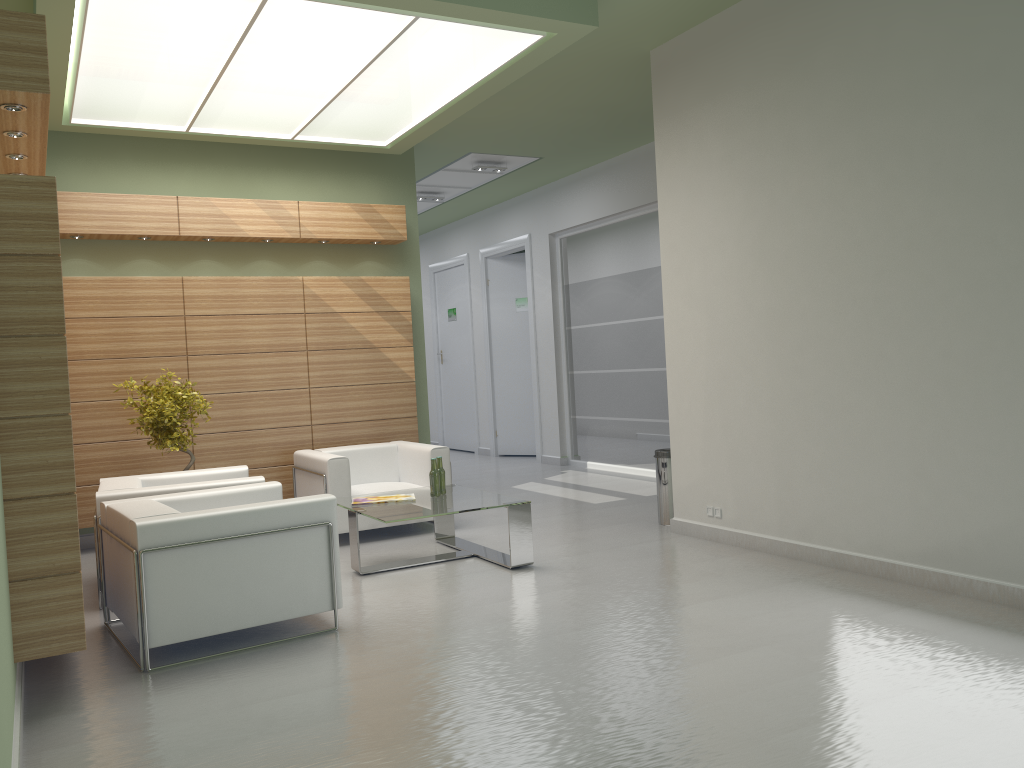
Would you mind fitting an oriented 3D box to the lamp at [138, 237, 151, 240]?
[{"bbox_3d":[-5.430,-2.179,13.094,0.181,0.074,0.181,-4,1,-34],"label":"lamp"}]

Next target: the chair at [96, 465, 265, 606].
[{"bbox_3d":[-3.890,1.717,10.500,1.769,1.234,1.894,-4,1,-23],"label":"chair"}]

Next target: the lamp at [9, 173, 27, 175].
[{"bbox_3d":[-4.962,-2.118,8.902,0.181,0.074,0.181,-2,1,33],"label":"lamp"}]

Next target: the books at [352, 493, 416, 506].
[{"bbox_3d":[-1.574,1.416,10.876,0.762,0.025,0.508,-3,1,-8],"label":"books"}]

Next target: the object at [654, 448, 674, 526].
[{"bbox_3d":[2.251,1.435,12.432,0.482,1.027,0.483,-2,1,33],"label":"object"}]

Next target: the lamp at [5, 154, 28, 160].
[{"bbox_3d":[-4.580,-2.125,8.196,0.181,0.074,0.181,-2,2,45],"label":"lamp"}]

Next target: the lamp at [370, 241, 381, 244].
[{"bbox_3d":[-2.280,-2.387,14.802,0.181,0.074,0.181,-4,1,-34],"label":"lamp"}]

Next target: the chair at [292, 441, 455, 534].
[{"bbox_3d":[-2.071,1.562,13.125,1.894,1.234,1.802,-4,1,-28],"label":"chair"}]

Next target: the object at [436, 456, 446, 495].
[{"bbox_3d":[-0.901,1.148,11.128,0.131,0.475,0.131,-3,1,26],"label":"object"}]

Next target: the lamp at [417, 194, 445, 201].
[{"bbox_3d":[-1.903,-4.304,20.338,0.657,0.159,0.286,-4,1,-28],"label":"lamp"}]

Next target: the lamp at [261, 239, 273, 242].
[{"bbox_3d":[-3.849,-2.284,13.951,0.181,0.074,0.181,-4,1,-34],"label":"lamp"}]

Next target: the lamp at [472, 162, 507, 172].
[{"bbox_3d":[-0.450,-4.328,17.655,0.657,0.159,0.286,-4,1,-28],"label":"lamp"}]

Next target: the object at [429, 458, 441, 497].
[{"bbox_3d":[-0.957,1.155,10.960,0.131,0.475,0.131,-3,1,26],"label":"object"}]

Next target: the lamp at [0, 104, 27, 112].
[{"bbox_3d":[-3.814,-2.138,6.782,0.181,0.074,0.181,-2,1,33],"label":"lamp"}]

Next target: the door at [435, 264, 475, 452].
[{"bbox_3d":[-1.631,-0.690,24.842,0.250,5.083,2.089,-4,1,-28],"label":"door"}]

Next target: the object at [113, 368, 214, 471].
[{"bbox_3d":[-4.668,1.054,11.943,1.116,2.565,1.201,-2,1,30],"label":"object"}]

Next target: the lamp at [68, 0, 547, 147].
[{"bbox_3d":[-2.837,-3.867,10.955,4.571,0.325,5.060,-4,1,-28],"label":"lamp"}]

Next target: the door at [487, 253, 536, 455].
[{"bbox_3d":[0.410,-0.749,22.302,2.089,5.083,0.134,-2,1,32],"label":"door"}]

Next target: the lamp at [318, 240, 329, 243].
[{"bbox_3d":[-3.056,-2.336,14.380,0.181,0.074,0.181,-3,1,22],"label":"lamp"}]

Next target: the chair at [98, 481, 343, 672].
[{"bbox_3d":[-2.797,1.699,8.447,1.802,1.234,1.894,-4,1,-33],"label":"chair"}]

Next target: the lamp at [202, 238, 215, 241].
[{"bbox_3d":[-4.631,-2.232,13.527,0.181,0.074,0.181,-3,1,22],"label":"lamp"}]

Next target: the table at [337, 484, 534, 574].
[{"bbox_3d":[-1.063,1.776,10.749,1.783,0.742,2.197,-4,1,-28],"label":"table"}]

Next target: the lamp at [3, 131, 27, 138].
[{"bbox_3d":[-4.194,-2.131,7.482,0.181,0.074,0.181,-2,2,45],"label":"lamp"}]

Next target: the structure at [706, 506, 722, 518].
[{"bbox_3d":[2.517,1.592,11.057,0.017,0.118,0.262,-4,1,-28],"label":"structure"}]

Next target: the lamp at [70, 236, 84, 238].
[{"bbox_3d":[-6.218,-2.127,12.666,0.181,0.074,0.181,-4,1,-34],"label":"lamp"}]
